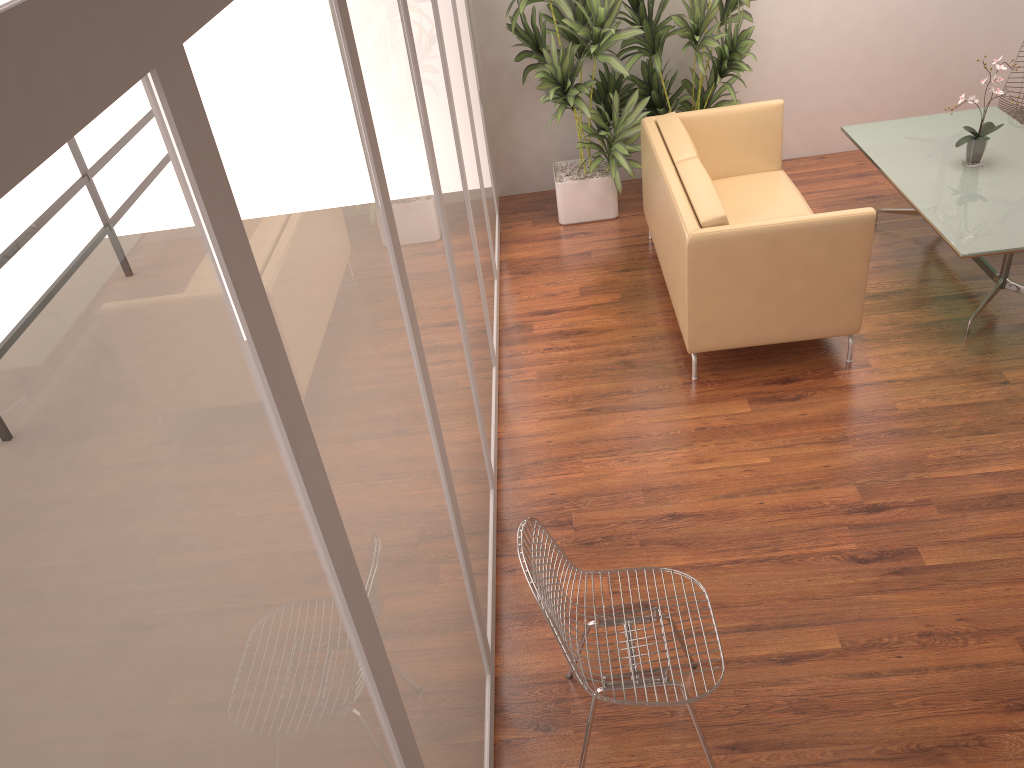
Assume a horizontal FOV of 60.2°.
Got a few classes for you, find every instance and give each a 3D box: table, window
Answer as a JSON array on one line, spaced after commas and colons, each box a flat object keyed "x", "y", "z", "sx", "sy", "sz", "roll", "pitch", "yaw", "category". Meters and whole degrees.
[{"x": 2.569, "y": -0.924, "z": 4.938, "sx": 0.941, "sy": 0.586, "sz": 1.785, "roll": -6, "pitch": 35, "yaw": 4, "category": "table"}, {"x": -0.270, "y": -0.296, "z": 2.182, "sx": 0.062, "sy": 3.431, "sz": 8.171, "roll": -6, "pitch": 35, "yaw": 4, "category": "window"}]

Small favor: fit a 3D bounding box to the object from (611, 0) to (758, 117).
[{"x": 1.133, "y": -2.238, "z": 5.755, "sx": 1.081, "sy": 2.201, "sz": 0.923, "roll": 2, "pitch": 37, "yaw": 15, "category": "object"}]

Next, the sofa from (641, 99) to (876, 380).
[{"x": 1.281, "y": -0.902, "z": 4.967, "sx": 0.879, "sy": 0.877, "sz": 1.719, "roll": -6, "pitch": 35, "yaw": 4, "category": "sofa"}]

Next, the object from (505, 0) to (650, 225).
[{"x": 0.462, "y": -2.154, "z": 5.800, "sx": 0.966, "sy": 2.201, "sz": 1.033, "roll": 5, "pitch": 38, "yaw": 19, "category": "object"}]

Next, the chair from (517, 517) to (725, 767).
[{"x": 0.349, "y": 0.783, "z": 2.724, "sx": 0.561, "sy": 0.942, "sz": 0.518, "roll": -6, "pitch": 36, "yaw": 4, "category": "chair"}]

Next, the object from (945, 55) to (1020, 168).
[{"x": 2.522, "y": -1.455, "z": 4.647, "sx": 0.370, "sy": 0.616, "sz": 0.285, "roll": -9, "pitch": 36, "yaw": 0, "category": "object"}]

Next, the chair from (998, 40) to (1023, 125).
[{"x": 3.396, "y": -1.769, "z": 5.633, "sx": 0.542, "sy": 0.942, "sz": 0.536, "roll": 6, "pitch": 38, "yaw": 20, "category": "chair"}]
